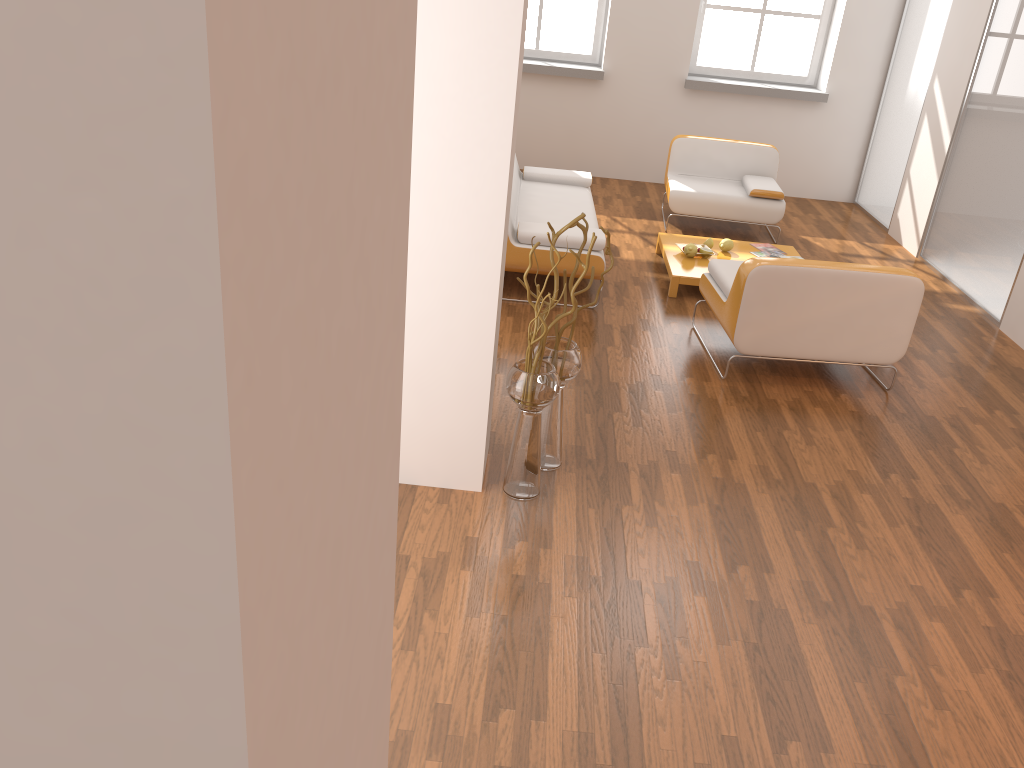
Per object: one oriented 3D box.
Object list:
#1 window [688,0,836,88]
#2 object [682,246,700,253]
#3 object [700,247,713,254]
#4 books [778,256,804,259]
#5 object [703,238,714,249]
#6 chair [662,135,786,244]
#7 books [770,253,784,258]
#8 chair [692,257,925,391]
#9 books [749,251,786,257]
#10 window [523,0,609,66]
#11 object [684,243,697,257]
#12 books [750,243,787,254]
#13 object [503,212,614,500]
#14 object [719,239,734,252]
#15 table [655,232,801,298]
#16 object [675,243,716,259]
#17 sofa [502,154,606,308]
[{"bbox_3d":[2.400,-3.733,8.315,1.308,1.737,0.142,6,26,1],"label":"window"},{"bbox_3d":[1.247,-0.927,6.140,0.134,0.037,0.061,9,26,7],"label":"object"},{"bbox_3d":[1.329,-0.896,6.084,0.091,0.065,0.092,-13,31,-33],"label":"object"},{"bbox_3d":[1.987,-0.850,6.170,0.171,0.004,0.249,-1,27,-14],"label":"books"},{"bbox_3d":[1.385,-0.992,6.265,0.080,0.087,0.094,19,29,26],"label":"object"},{"bbox_3d":[1.748,-1.632,7.349,0.923,0.661,0.825,7,26,4],"label":"chair"},{"bbox_3d":[1.881,-0.867,6.192,0.171,0.004,0.249,16,28,21],"label":"books"},{"bbox_3d":[1.574,-0.449,4.859,0.923,0.661,0.825,4,26,-4],"label":"chair"},{"bbox_3d":[1.828,-0.911,6.282,0.249,0.004,0.171,-5,28,-22],"label":"books"},{"bbox_3d":[0.306,-3.955,8.349,1.308,1.737,0.142,6,26,1],"label":"window"},{"bbox_3d":[1.220,-0.912,6.048,0.102,0.095,0.101,-8,29,-26],"label":"object"},{"bbox_3d":[1.856,-0.981,6.434,0.171,0.004,0.249,-3,27,-17],"label":"books"},{"bbox_3d":[0.117,-0.084,3.290,0.284,1.112,0.655,16,27,20],"label":"object"},{"bbox_3d":[1.514,-0.981,6.263,0.105,0.091,0.103,4,26,-4],"label":"object"},{"bbox_3d":[1.549,-0.792,6.158,1.000,0.150,1.000,6,26,1],"label":"table"},{"bbox_3d":[1.260,-0.911,6.117,0.227,0.048,0.227,1,26,-9],"label":"object"},{"bbox_3d":[0.191,-1.221,6.183,0.825,0.661,2.010,5,26,-1],"label":"sofa"}]
